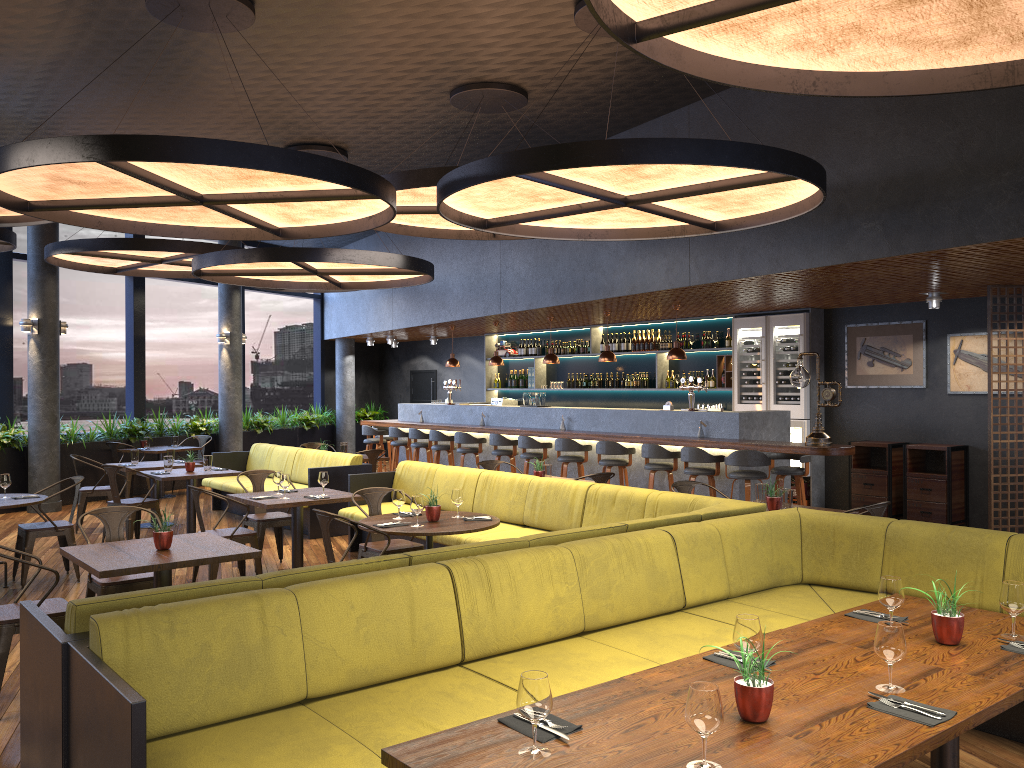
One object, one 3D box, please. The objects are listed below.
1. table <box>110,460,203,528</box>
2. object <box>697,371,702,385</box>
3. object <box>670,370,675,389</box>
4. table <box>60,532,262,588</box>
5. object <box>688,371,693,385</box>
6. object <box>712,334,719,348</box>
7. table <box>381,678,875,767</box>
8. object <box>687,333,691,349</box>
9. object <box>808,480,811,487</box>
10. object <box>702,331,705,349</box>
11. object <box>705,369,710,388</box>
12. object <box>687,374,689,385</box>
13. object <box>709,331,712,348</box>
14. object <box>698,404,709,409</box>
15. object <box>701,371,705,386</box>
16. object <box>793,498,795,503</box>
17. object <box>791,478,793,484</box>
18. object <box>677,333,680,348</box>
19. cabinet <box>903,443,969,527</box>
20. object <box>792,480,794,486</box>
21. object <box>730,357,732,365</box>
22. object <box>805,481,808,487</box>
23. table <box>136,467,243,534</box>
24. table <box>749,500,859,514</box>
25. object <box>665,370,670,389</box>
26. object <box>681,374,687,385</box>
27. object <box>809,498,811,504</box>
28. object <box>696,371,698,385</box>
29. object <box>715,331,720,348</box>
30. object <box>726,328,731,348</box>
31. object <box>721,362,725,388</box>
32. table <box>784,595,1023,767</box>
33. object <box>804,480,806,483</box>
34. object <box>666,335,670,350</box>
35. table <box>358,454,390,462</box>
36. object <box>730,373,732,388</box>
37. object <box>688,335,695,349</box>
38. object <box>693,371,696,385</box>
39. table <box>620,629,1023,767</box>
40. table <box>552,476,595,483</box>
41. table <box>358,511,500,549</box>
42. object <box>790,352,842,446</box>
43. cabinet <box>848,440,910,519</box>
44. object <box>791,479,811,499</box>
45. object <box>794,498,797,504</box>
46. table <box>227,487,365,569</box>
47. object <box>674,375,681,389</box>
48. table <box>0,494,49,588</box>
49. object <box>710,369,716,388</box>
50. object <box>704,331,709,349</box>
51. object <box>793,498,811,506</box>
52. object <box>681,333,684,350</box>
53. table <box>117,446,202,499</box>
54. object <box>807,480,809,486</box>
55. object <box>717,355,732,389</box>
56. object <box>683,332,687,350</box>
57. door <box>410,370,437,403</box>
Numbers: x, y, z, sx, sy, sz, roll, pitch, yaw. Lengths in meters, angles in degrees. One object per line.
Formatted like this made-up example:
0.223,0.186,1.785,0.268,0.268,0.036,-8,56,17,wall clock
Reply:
-4.459,1.379,11.044,0.906,0.763,0.887,0,0,-39,table
2.747,-0.059,13.008,0.063,0.254,0.063,0,0,14,object
2.438,-0.071,13.460,0.079,0.281,0.079,0,0,30,object
-2.091,1.361,5.261,0.887,0.763,0.906,0,0,-39,table
2.630,-0.059,13.068,0.063,0.254,0.063,0,0,-36,object
2.923,-0.616,12.760,0.097,0.206,0.097,0,0,20,object
0.284,1.346,2.289,0.906,0.763,0.887,0,0,-39,table
2.640,-0.638,13.231,0.063,0.254,0.063,0,0,39,object
3.911,1.369,11.647,0.056,0.205,0.056,0,0,-38,object
2.802,-0.639,12.943,0.063,0.254,0.063,0,0,4,object
2.855,-0.075,12.939,0.079,0.281,0.079,0,0,25,object
2.650,-0.044,13.243,0.088,0.224,0.088,0,0,-44,object
2.883,-0.639,12.906,0.063,0.254,0.063,0,0,14,object
2.858,0.534,12.957,0.204,0.492,0.310,0,0,-39,object
2.807,-0.060,13.067,0.063,0.254,0.063,0,0,-31,object
3.723,1.596,11.743,0.057,0.205,0.056,0,0,7,object
3.769,1.370,11.947,0.057,0.205,0.056,0,0,-38,object
2.485,-0.637,13.261,0.063,0.254,0.063,0,0,-41,object
4.883,1.209,10.241,0.473,1.007,0.553,0,0,-39,cabinet
3.732,1.370,11.762,0.057,0.205,0.056,0,0,17,object
3.129,-0.285,12.551,0.097,0.206,0.097,0,0,2,object
3.850,1.369,11.602,0.057,0.205,0.056,0,0,-33,object
-3.649,1.374,10.033,0.887,0.763,0.906,0,0,-39,table
1.967,1.342,6.713,0.887,0.763,0.906,0,0,-39,table
2.380,-0.071,13.533,0.079,0.281,0.079,0,0,-35,object
2.555,-0.044,13.187,0.088,0.224,0.088,0,0,21,object
3.919,1.594,11.661,0.056,0.205,0.056,0,0,42,object
2.748,-0.059,13.182,0.063,0.254,0.063,0,0,14,object
2.985,-0.640,12.881,0.063,0.254,0.063,0,0,-31,object
3.089,-0.654,12.641,0.079,0.281,0.079,0,0,-30,object
3.038,-0.127,12.664,0.091,0.369,0.092,0,0,20,object
1.695,1.340,3.424,0.906,0.763,0.887,0,0,-39,table
3.866,1.369,11.697,0.056,0.205,0.056,0,0,27,object
2.367,-0.622,13.427,0.056,0.227,0.056,0,0,38,object
-2.268,1.368,11.961,0.906,0.763,0.887,0,0,-39,table
3.130,-0.051,12.551,0.097,0.206,0.097,0,0,2,object
2.649,-0.615,13.078,0.097,0.206,0.097,0,0,20,object
2.688,-0.059,13.123,0.063,0.254,0.063,0,0,-11,object
0.987,1.343,2.858,0.906,0.763,0.887,0,0,-39,table
0.281,1.353,8.822,0.887,0.763,0.906,0,0,-39,table
-0.586,1.354,6.322,1.007,0.760,1.007,0,0,-1,table
3.070,0.146,8.961,0.566,0.944,0.263,0,0,44,object
4.449,1.212,10.784,0.473,1.007,0.553,0,0,-39,cabinet
3.784,1.389,11.759,0.277,0.206,0.416,0,0,-36,object
3.730,1.595,11.651,0.056,0.205,0.056,0,0,-18,object
-1.909,1.363,7.834,0.906,0.763,0.887,0,0,-39,table
2.487,-0.034,13.314,0.097,0.206,0.097,0,0,20,object
-4.514,1.375,7.554,1.007,0.760,1.007,0,0,39,table
2.914,-0.075,12.865,0.079,0.281,0.079,0,0,-45,object
2.814,-0.639,12.831,0.063,0.254,0.063,0,0,-11,object
3.775,1.615,11.749,0.416,0.206,0.277,0,0,44,object
2.567,-0.638,13.320,0.063,0.254,0.063,0,0,14,object
-5.510,1.387,13.873,0.887,0.763,0.906,0,0,26,table
3.925,1.369,11.737,0.056,0.205,0.057,0,0,2,object
3.082,-0.174,12.607,0.161,0.475,0.300,0,0,-39,object
2.567,-0.638,13.171,0.063,0.254,0.063,0,0,24,object
-1.894,0.727,19.115,0.137,2.056,1.012,0,0,-39,door
